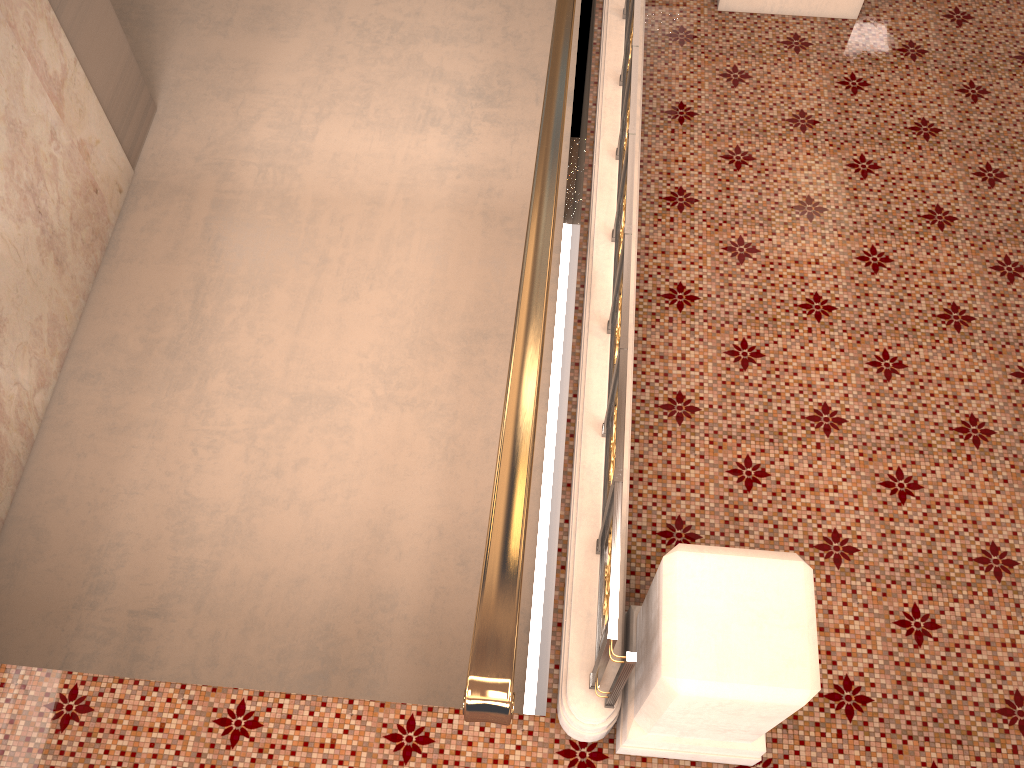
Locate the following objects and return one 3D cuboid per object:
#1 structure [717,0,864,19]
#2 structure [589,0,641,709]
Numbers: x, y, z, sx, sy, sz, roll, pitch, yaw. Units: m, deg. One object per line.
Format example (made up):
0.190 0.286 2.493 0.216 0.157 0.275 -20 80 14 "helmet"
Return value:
1.429 -2.919 3.359 0.700 2.925 0.667 4 59 2 "structure"
0.464 -1.246 3.516 0.079 0.564 4.711 4 63 2 "structure"
